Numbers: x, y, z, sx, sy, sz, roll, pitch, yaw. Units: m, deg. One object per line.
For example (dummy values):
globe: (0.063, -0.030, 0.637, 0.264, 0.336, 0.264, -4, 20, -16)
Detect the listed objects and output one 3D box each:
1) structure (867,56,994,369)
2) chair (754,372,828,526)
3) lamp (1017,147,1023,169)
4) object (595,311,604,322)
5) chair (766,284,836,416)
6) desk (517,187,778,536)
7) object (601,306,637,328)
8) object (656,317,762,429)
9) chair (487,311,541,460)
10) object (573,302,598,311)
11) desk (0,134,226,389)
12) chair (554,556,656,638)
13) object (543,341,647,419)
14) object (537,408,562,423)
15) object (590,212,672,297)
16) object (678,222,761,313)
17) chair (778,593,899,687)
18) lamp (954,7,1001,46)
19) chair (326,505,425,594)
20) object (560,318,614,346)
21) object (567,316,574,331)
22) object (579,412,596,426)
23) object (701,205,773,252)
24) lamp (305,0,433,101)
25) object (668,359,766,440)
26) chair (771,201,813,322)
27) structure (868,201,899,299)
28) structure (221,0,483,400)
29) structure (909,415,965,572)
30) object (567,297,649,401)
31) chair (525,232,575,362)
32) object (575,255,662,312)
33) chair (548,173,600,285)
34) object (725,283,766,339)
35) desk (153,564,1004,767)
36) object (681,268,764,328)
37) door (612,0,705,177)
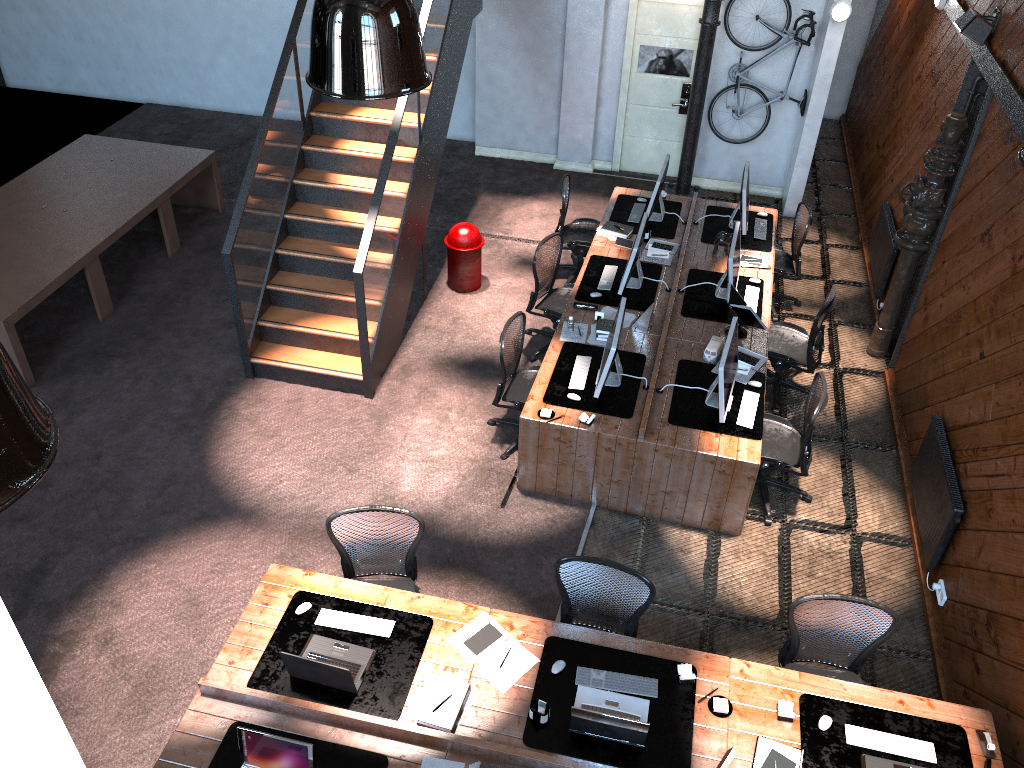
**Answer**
structure: (3.690, -1.438, 7.886, 0.500, 2.745, 1.003, 13, 39, 14)
chair: (1.987, 0.429, 6.726, 0.792, 1.085, 0.770, 2, 38, 0)
lamp: (1.822, -1.582, 1.983, 0.445, 2.372, 0.445, 8, 38, 7)
object: (0.743, -0.569, 7.538, 0.076, 0.102, 0.034, 10, 38, 10)
chair: (2.421, -0.366, 7.774, 0.792, 1.085, 0.770, 9, 38, 8)
desk: (1.423, -0.541, 8.152, 1.748, 0.840, 4.117, 11, 39, 11)
object: (0.894, -0.577, 7.632, 0.315, 0.002, 0.246, 19, 41, 21)
object: (1.606, -0.062, 6.555, 0.811, 0.578, 0.663, -12, 40, -18)
chair: (0.192, -0.008, 7.203, 0.792, 1.085, 0.770, 2, 38, 0)
object: (0.642, -0.680, 7.732, 0.215, 0.031, 0.089, 9, 38, 9)
desk: (-4.610, -1.427, 9.078, 1.650, 0.750, 3.630, 9, 38, 9)
chair: (0.479, 1.582, 5.162, 0.770, 1.085, 0.792, 2, 38, 0)
object: (0.659, -0.047, 6.932, 0.687, 0.008, 0.848, 10, 38, 10)
object: (0.261, 0.219, 6.553, 0.158, 0.026, 0.154, -18, 42, -24)
object: (0.991, -1.120, 7.892, 0.735, 0.576, 0.654, -18, 42, -24)
object: (1.989, -1.001, 7.788, 0.772, 0.578, 0.642, -19, 42, -25)
chair: (1.819, 1.748, 5.012, 0.770, 1.085, 0.792, -4, 38, -7)
lamp: (3.653, -2.829, 6.985, 0.262, 0.260, 0.328, 9, 38, 9)
chair: (-0.800, 1.314, 5.446, 0.770, 1.085, 0.792, -10, 39, -15)
object: (0.654, -0.461, 7.392, 0.478, 0.098, 0.319, 8, 38, 8)
object: (0.497, -0.517, 7.485, 0.054, 0.064, 0.159, 2, 38, 0)
object: (0.549, 0.248, 6.499, 0.106, 0.063, 0.082, 21, 41, 22)
object: (2.294, -1.586, 9.001, 0.687, 0.008, 0.848, 10, 38, 10)
lamp: (-0.476, -2.033, 2.455, 0.445, 2.372, 0.445, -18, 42, -24)
object: (1.578, 0.104, 6.782, 0.687, 0.008, 0.848, 10, 38, 10)
chair: (2.638, -1.274, 8.958, 0.792, 1.085, 0.770, -4, 38, -7)
structure: (3.854, -1.390, 9.223, 0.073, 0.628, 1.064, 9, 38, 9)
structure: (-0.958, -2.947, 9.116, 10.620, 4.603, 5.793, 9, 38, 9)
structure: (3.028, 0.790, 6.365, 0.073, 0.628, 1.064, 9, 38, 9)
object: (0.779, -0.243, 6.745, 0.610, 0.573, 0.714, 9, 38, 8)
chair: (0.502, -0.811, 8.256, 0.792, 1.085, 0.770, 9, 38, 8)
object: (0.984, -0.928, 8.088, 0.687, 0.008, 0.848, 10, 38, 10)
chair: (0.741, -1.627, 9.322, 0.792, 1.085, 0.770, -4, 38, -7)
object: (1.903, -0.585, 7.376, 0.304, 0.380, 0.417, -7, 39, -12)
desk: (0.344, 2.184, 4.577, 4.117, 0.840, 1.748, 9, 38, 9)
object: (1.893, -0.779, 7.939, 0.687, 0.008, 0.848, 10, 38, 10)
door: (1.853, -3.647, 11.021, 1.013, 2.268, 0.064, 9, 38, 9)
